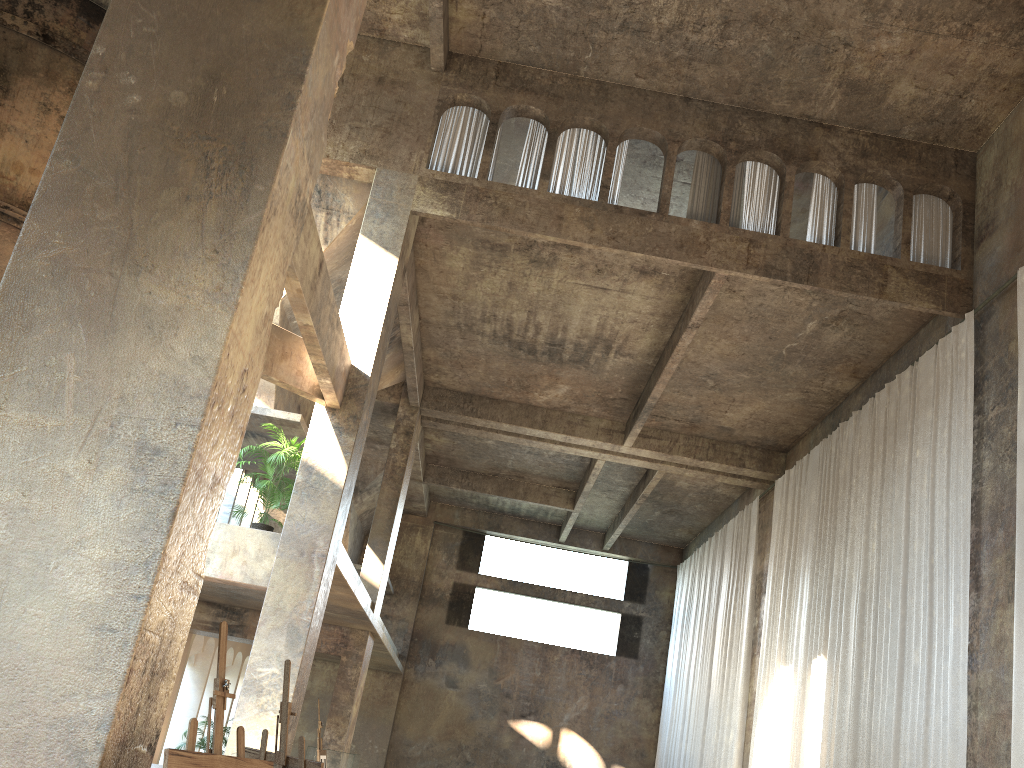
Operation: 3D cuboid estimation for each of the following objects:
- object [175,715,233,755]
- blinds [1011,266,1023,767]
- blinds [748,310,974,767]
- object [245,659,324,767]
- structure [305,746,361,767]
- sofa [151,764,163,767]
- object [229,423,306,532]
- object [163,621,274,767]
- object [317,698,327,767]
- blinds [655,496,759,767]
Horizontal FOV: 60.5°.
[{"bbox_3d":[-6.766,8.259,19.705,1.399,1.741,1.415,9,-20,6],"label":"object"},{"bbox_3d":[5.843,0.909,6.138,0.275,8.302,8.155,10,-20,2],"label":"blinds"},{"bbox_3d":[5.299,4.456,14.421,0.275,8.302,8.155,10,-20,2],"label":"blinds"},{"bbox_3d":[-1.518,2.825,5.491,0.702,2.062,0.711,0,-21,30],"label":"object"},{"bbox_3d":[-2.416,5.430,11.128,0.594,1.486,0.773,11,-19,0],"label":"structure"},{"bbox_3d":[-5.657,6.632,14.220,2.064,0.694,3.050,10,-23,0],"label":"sofa"},{"bbox_3d":[-3.261,1.395,12.360,1.399,1.738,1.415,9,-20,6],"label":"object"},{"bbox_3d":[-1.295,2.070,3.682,0.683,2.062,0.730,2,-20,25],"label":"object"},{"bbox_3d":[-2.292,4.823,10.352,0.685,2.062,0.729,11,-18,-1],"label":"object"},{"bbox_3d":[4.753,8.013,22.730,0.275,8.302,8.149,11,-20,0],"label":"blinds"}]
